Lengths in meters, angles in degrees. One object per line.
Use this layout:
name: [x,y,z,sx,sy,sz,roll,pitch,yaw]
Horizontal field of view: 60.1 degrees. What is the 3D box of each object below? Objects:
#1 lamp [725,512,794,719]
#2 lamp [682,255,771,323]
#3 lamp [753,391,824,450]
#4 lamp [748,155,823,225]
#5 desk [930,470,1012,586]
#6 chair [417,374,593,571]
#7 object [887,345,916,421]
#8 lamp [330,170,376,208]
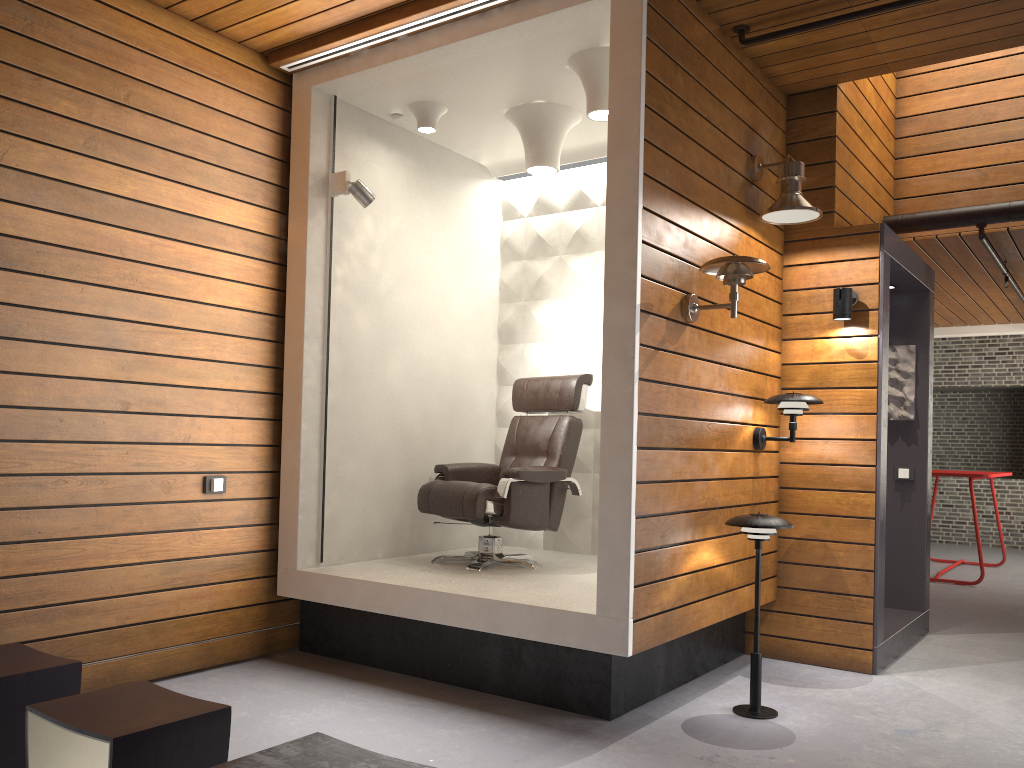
lamp: [1.054,0.981,3.810,0.287,0.861,0.288,1,-2,21]
lamp: [0.898,-0.400,3.697,0.351,0.270,0.288,-1,-3,35]
lamp: [1.383,0.185,4.422,0.326,0.296,0.288,0,-3,35]
lamp: [1.338,-0.974,4.324,0.346,0.331,0.295,0,-3,37]
desk: [4.260,1.341,8.566,0.844,0.984,1.719,0,-4,35]
chair: [-0.039,0.464,4.968,0.826,1.070,0.755,3,-3,-40]
object: [2.389,-0.005,5.706,0.380,0.477,0.048,0,-2,35]
lamp: [-0.821,-1.000,4.547,0.248,0.188,0.129,1,-2,4]
